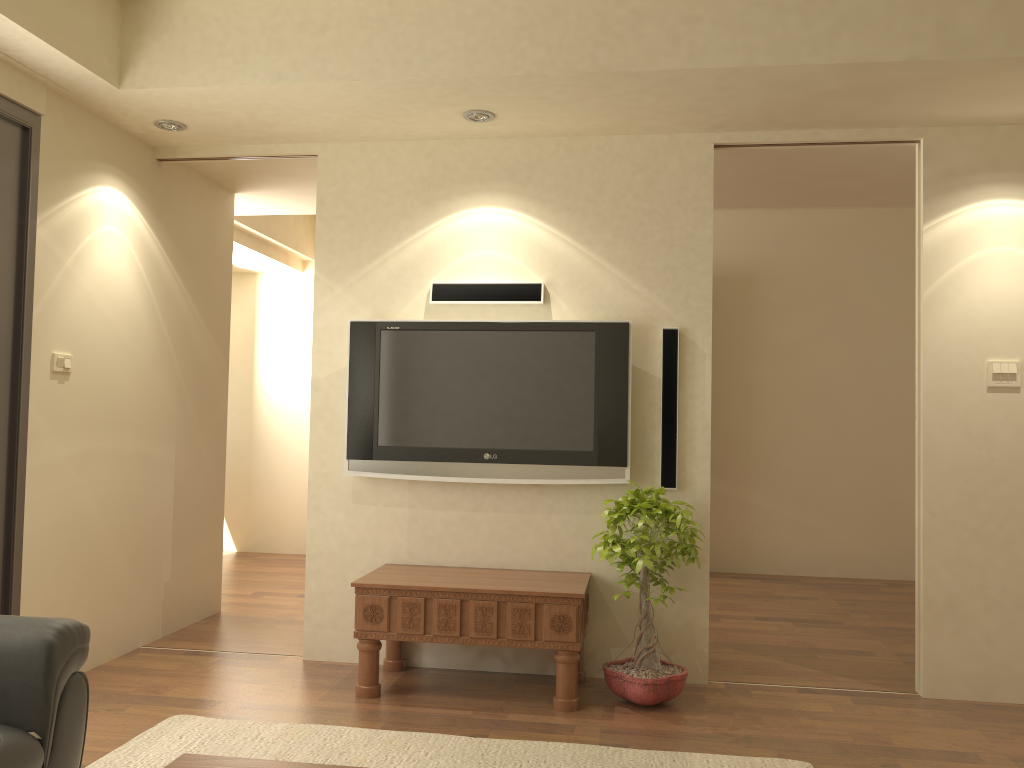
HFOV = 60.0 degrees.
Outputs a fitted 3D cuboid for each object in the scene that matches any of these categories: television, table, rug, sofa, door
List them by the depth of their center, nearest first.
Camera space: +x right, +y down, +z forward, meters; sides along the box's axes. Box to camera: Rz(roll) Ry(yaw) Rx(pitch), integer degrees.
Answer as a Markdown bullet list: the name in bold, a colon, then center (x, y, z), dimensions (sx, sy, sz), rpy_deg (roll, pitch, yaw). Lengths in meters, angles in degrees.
- **table**: center (-0.275, 1.013, 1.239), dimensions (1.045, 0.482, 1.213), rpy_deg (1, -2, 8)
- **sofa**: center (-1.768, 0.762, 1.399), dimensions (0.944, 0.918, 2.337), rpy_deg (1, -2, 8)
- **rug**: center (-0.400, 1.266, 1.619), dimensions (2.482, 0.011, 3.592), rpy_deg (1, -2, 8)
- **door**: center (-2.142, 0.039, 3.232), dimensions (0.118, 2.420, 1.011), rpy_deg (1, -2, 8)
- **table**: center (-0.165, 1.125, 4.017), dimensions (1.009, 0.493, 0.538), rpy_deg (1, -2, 8)
- **television**: center (-0.122, 0.084, 4.268), dimensions (1.377, 0.778, 0.110), rpy_deg (1, -2, 8)

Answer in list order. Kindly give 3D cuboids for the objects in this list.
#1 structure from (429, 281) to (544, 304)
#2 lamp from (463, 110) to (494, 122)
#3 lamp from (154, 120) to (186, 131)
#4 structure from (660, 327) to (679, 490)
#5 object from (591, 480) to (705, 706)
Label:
- **structure**: center (-0.123, -0.445, 4.328), dimensions (0.559, 0.111, 0.048), rpy_deg (1, -2, 8)
- **lamp**: center (-0.153, -1.244, 4.059), dimensions (0.143, 0.059, 0.143), rpy_deg (1, -2, 14)
- **lamp**: center (-1.648, -1.265, 4.276), dimensions (0.143, 0.059, 0.143), rpy_deg (1, -2, 14)
- **structure**: center (0.743, 0.113, 4.182), dimensions (0.079, 0.764, 0.036), rpy_deg (1, -2, 8)
- **object**: center (0.597, 0.901, 3.879), dimensions (0.528, 0.957, 0.565), rpy_deg (3, -3, -39)
